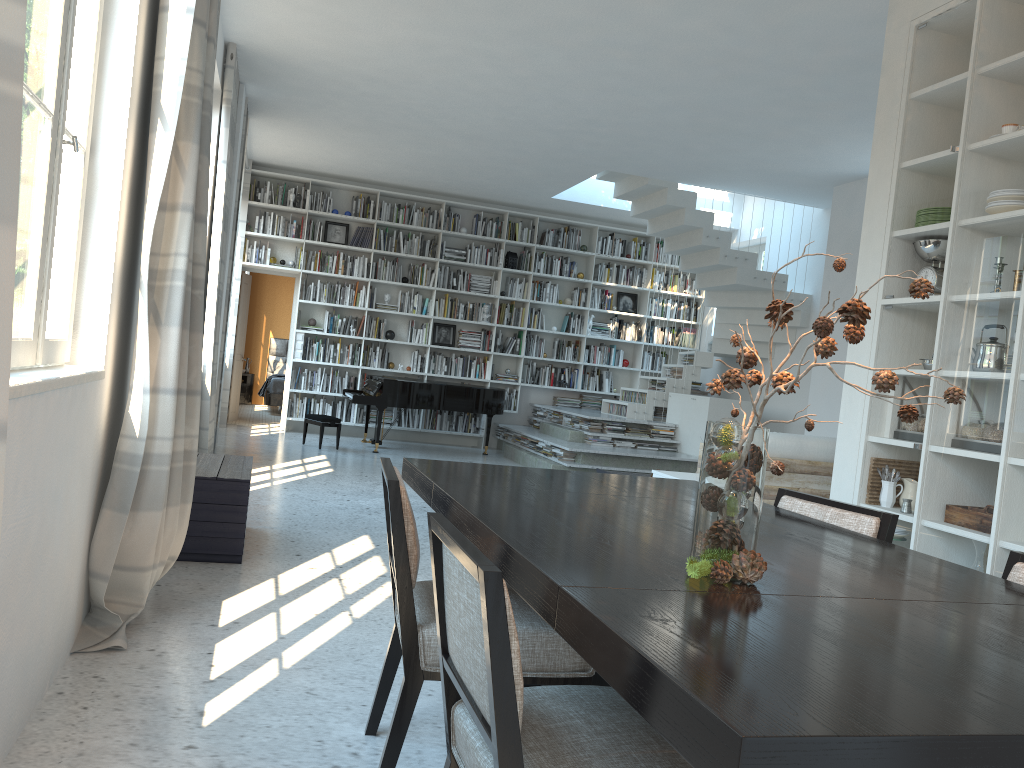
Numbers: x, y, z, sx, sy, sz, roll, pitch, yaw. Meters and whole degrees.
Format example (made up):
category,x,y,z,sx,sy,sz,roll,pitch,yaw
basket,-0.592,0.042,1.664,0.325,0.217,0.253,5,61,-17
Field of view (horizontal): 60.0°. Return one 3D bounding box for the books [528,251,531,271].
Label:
category,x,y,z,sx,sy,sz,roll,pitch,yaw
books,0.214,-1.628,11.849,0.005,0.292,0.130,6,2,-16

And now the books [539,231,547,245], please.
category,x,y,z,sx,sy,sz,roll,pitch,yaw
books,0.408,-1.931,11.859,0.046,0.206,0.183,6,1,-16

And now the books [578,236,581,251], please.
category,x,y,z,sx,sy,sz,roll,pitch,yaw
books,0.886,-1.882,11.999,0.014,0.209,0.188,6,1,-16

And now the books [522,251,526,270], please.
category,x,y,z,sx,sy,sz,roll,pitch,yaw
books,0.130,-1.626,11.802,0.022,0.272,0.181,6,1,-16

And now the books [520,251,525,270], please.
category,x,y,z,sx,sy,sz,roll,pitch,yaw
books,0.118,-1.627,11.785,0.021,0.272,0.190,6,1,-16

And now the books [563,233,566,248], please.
category,x,y,z,sx,sy,sz,roll,pitch,yaw
books,0.684,-1.915,11.941,0.018,0.231,0.160,6,1,-16

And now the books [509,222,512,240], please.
category,x,y,z,sx,sy,sz,roll,pitch,yaw
books,-0.028,-2.005,11.741,0.034,0.261,0.157,6,1,-16

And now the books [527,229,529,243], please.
category,x,y,z,sx,sy,sz,roll,pitch,yaw
books,0.187,-1.954,11.816,0.025,0.203,0.162,6,1,-16

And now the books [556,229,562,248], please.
category,x,y,z,sx,sy,sz,roll,pitch,yaw
books,0.615,-1.936,11.909,0.028,0.258,0.184,6,1,-16

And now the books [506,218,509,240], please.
category,x,y,z,sx,sy,sz,roll,pitch,yaw
books,-0.080,-2.029,11.727,0.007,0.298,0.181,6,1,-16

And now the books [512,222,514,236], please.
category,x,y,z,sx,sy,sz,roll,pitch,yaw
books,-0.010,-2.004,11.755,0.008,0.262,0.142,6,1,-16

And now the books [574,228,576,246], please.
category,x,y,z,sx,sy,sz,roll,pitch,yaw
books,0.830,-1.945,12.012,0.008,0.321,0.133,6,2,-16

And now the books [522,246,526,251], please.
category,x,y,z,sx,sy,sz,roll,pitch,yaw
books,0.138,-1.659,11.818,0.025,0.339,0.142,6,2,-16

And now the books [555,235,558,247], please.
category,x,y,z,sx,sy,sz,roll,pitch,yaw
books,0.572,-1.907,11.942,0.031,0.190,0.132,6,1,-16

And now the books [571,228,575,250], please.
category,x,y,z,sx,sy,sz,roll,pitch,yaw
books,0.800,-1.941,11.973,0.008,0.307,0.182,6,1,-16

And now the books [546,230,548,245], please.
category,x,y,z,sx,sy,sz,roll,pitch,yaw
books,0.442,-1.947,11.883,0.011,0.244,0.172,6,1,-16

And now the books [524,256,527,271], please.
category,x,y,z,sx,sy,sz,roll,pitch,yaw
books,0.159,-1.592,11.825,0.013,0.211,0.140,6,1,-16

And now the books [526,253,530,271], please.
category,x,y,z,sx,sy,sz,roll,pitch,yaw
books,0.197,-1.607,11.810,0.013,0.248,0.186,6,1,-16

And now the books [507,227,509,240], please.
category,x,y,z,sx,sy,sz,roll,pitch,yaw
books,-0.077,-1.976,11.738,0.015,0.193,0.160,6,1,-16

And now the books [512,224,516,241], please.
category,x,y,z,sx,sy,sz,roll,pitch,yaw
books,0.004,-1.988,11.741,0.015,0.234,0.171,6,1,-16

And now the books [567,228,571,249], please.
category,x,y,z,sx,sy,sz,roll,pitch,yaw
books,0.744,-1.943,11.943,0.015,0.299,0.183,6,1,-16

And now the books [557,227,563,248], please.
category,x,y,z,sx,sy,sz,roll,pitch,yaw
books,0.635,-1.951,11.938,0.024,0.292,0.167,6,1,-16

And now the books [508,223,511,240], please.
category,x,y,z,sx,sy,sz,roll,pitch,yaw
books,-0.057,-1.997,11.716,0.007,0.239,0.191,6,1,-16

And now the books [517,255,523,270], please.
category,x,y,z,sx,sy,sz,roll,pitch,yaw
books,0.099,-1.600,11.815,0.019,0.214,0.156,6,1,-16

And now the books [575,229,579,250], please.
category,x,y,z,sx,sy,sz,roll,pitch,yaw
books,0.853,-1.930,11.989,0.013,0.297,0.188,6,1,-16

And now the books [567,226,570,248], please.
category,x,y,z,sx,sy,sz,roll,pitch,yaw
books,0.731,-1.960,11.955,0.007,0.329,0.183,6,1,-16

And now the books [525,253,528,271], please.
category,x,y,z,sx,sy,sz,roll,pitch,yaw
books,0.172,-1.613,11.817,0.005,0.255,0.158,6,1,-16

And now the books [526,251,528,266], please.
category,x,y,z,sx,sy,sz,roll,pitch,yaw
books,0.175,-1.630,11.846,0.013,0.289,0.131,6,2,-16

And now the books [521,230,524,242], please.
category,x,y,z,sx,sy,sz,roll,pitch,yaw
books,0.114,-1.949,11.778,0.022,0.180,0.173,6,1,-16

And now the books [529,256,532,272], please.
category,x,y,z,sx,sy,sz,roll,pitch,yaw
books,0.225,-1.587,11.819,0.008,0.214,0.223,6,1,-16

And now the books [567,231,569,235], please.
category,x,y,z,sx,sy,sz,roll,pitch,yaw
books,0.719,-1.921,11.955,0.008,0.251,0.170,6,1,-16

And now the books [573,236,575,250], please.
category,x,y,z,sx,sy,sz,roll,pitch,yaw
books,0.821,-1.935,11.992,0.019,0.299,0.137,6,2,-16

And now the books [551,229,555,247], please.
category,x,y,z,sx,sy,sz,roll,pitch,yaw
books,0.531,-1.943,11.908,0.030,0.255,0.161,6,1,-16

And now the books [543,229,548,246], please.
category,x,y,z,sx,sy,sz,roll,pitch,yaw
books,0.435,-1.948,11.872,0.009,0.244,0.173,6,1,-16

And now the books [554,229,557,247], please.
category,x,y,z,sx,sy,sz,roll,pitch,yaw
books,0.555,-1.942,11.917,0.021,0.256,0.168,6,1,-16

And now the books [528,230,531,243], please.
category,x,y,z,sx,sy,sz,roll,pitch,yaw
books,0.211,-1.946,11.815,0.022,0.194,0.181,6,1,-16

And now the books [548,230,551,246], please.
category,x,y,z,sx,sy,sz,roll,pitch,yaw
books,0.476,-1.936,11.880,0.013,0.229,0.173,6,1,-16

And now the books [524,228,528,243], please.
category,x,y,z,sx,sy,sz,roll,pitch,yaw
books,0.166,-1.961,11.788,0.031,0.213,0.169,6,1,-16

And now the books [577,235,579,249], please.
category,x,y,z,sx,sy,sz,roll,pitch,yaw
books,0.863,-1.920,11.986,0.008,0.279,0.180,6,1,-16

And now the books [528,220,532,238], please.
category,x,y,z,sx,sy,sz,roll,pitch,yaw
books,0.230,-2.013,11.834,0.012,0.330,0.128,6,2,-16

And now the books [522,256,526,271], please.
category,x,y,z,sx,sy,sz,roll,pitch,yaw
books,0.136,-1.598,11.821,0.024,0.217,0.168,6,1,-16

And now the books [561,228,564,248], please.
category,x,y,z,sx,sy,sz,roll,pitch,yaw
books,0.652,-1.951,11.955,0.017,0.295,0.138,6,2,-16

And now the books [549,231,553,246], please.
category,x,y,z,sx,sy,sz,roll,pitch,yaw
books,0.501,-1.932,11.901,0.028,0.226,0.163,6,1,-16

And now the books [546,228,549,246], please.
category,x,y,z,sx,sy,sz,roll,pitch,yaw
books,0.451,-1.952,11.895,0.012,0.255,0.133,6,1,-16

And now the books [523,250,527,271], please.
category,x,y,z,sx,sy,sz,roll,pitch,yaw
books,0.156,-1.631,11.802,0.021,0.288,0.179,6,1,-16

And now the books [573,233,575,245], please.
category,x,y,z,sx,sy,sz,roll,pitch,yaw
books,0.806,-1.916,11.983,0.014,0.258,0.149,6,1,-16

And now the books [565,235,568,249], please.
category,x,y,z,sx,sy,sz,roll,pitch,yaw
books,0.708,-1.897,11.938,0.018,0.201,0.188,6,1,-16

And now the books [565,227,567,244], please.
category,x,y,z,sx,sy,sz,roll,pitch,yaw
books,0.698,-1.954,11.949,0.006,0.312,0.179,6,1,-16

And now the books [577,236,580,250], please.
category,x,y,z,sx,sy,sz,roll,pitch,yaw
books,0.869,-1.887,12.004,0.018,0.214,0.157,6,1,-16

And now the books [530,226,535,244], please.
category,x,y,z,sx,sy,sz,roll,pitch,yaw
books,0.254,-1.971,11.810,0.029,0.253,0.186,6,1,-16

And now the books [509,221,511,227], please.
category,x,y,z,sx,sy,sz,roll,pitch,yaw
books,-0.049,-2.017,11.745,0.007,0.279,0.150,6,1,-16

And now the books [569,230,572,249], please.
category,x,y,z,sx,sy,sz,roll,pitch,yaw
books,0.765,-1.929,11.974,0.008,0.275,0.163,6,1,-16

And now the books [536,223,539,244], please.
category,x,y,z,sx,sy,sz,roll,pitch,yaw
books,0.317,-1.990,11.826,0.019,0.304,0.175,6,1,-16

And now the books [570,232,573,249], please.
category,x,y,z,sx,sy,sz,roll,pitch,yaw
books,0.779,-1.916,11.978,0.024,0.252,0.149,6,1,-16

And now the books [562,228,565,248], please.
category,x,y,z,sx,sy,sz,roll,pitch,yaw
books,0.670,-1.944,11.955,0.007,0.285,0.159,6,1,-16

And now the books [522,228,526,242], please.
category,x,y,z,sx,sy,sz,roll,pitch,yaw
books,0.138,-1.958,11.785,0.024,0.202,0.180,6,1,-16

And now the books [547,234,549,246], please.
category,x,y,z,sx,sy,sz,roll,pitch,yaw
books,0.460,-1.915,11.889,0.009,0.183,0.160,6,1,-16

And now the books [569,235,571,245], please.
category,x,y,z,sx,sy,sz,roll,pitch,yaw
books,0.754,-1.933,11.975,0.012,0.280,0.144,6,1,-16
